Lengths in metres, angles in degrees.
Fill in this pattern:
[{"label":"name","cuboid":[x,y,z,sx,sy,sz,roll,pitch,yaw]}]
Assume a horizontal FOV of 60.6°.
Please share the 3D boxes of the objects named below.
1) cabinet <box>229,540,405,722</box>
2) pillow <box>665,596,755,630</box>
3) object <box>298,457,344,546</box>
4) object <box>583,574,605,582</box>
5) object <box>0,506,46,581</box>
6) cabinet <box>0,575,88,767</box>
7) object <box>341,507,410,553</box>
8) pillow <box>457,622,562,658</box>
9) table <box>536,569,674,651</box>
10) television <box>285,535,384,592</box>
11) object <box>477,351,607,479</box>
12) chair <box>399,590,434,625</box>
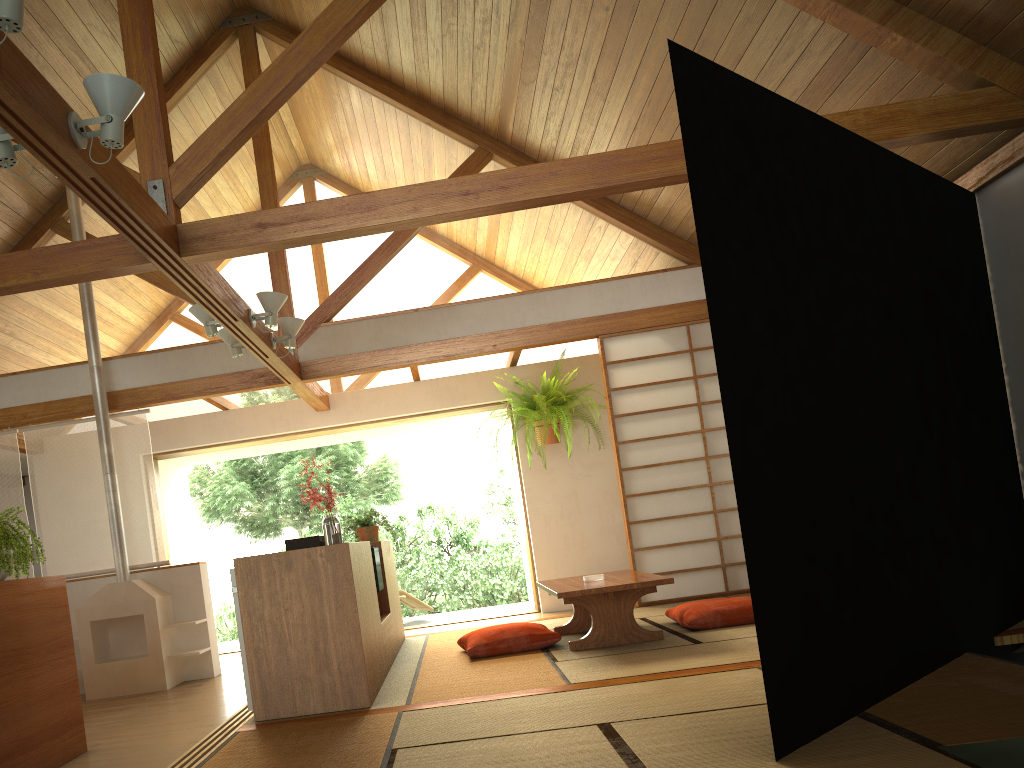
[{"label":"cabinet","cuboid":[-1.039,1.344,5.234,0.556,0.730,2.681,-8,-9,-5]},{"label":"pillow","cuboid":[1.221,1.316,5.077,0.559,0.130,0.568,-8,-9,-1]},{"label":"object","cuboid":[-1.025,0.621,4.657,0.243,0.496,0.222,-9,-3,6]},{"label":"object","cuboid":[0.478,1.131,5.106,0.112,0.030,0.128,-4,-10,-26]},{"label":"object","cuboid":[-2.312,0.717,3.867,0.481,0.348,0.470,-11,-7,24]},{"label":"cabinet","cuboid":[-3.521,1.519,4.029,2.810,0.875,0.839,-9,-5,3]},{"label":"object","cuboid":[-1.075,1.075,6.271,0.534,0.373,0.537,-2,-9,-39]},{"label":"pillow","cuboid":[-0.028,1.498,5.181,0.551,0.147,0.576,-7,-9,-6]},{"label":"table","cuboid":[0.519,1.313,5.120,0.602,0.333,1.216,-8,-9,-3]},{"label":"television","cuboid":[-1.033,1.167,5.237,0.493,0.534,0.646,-8,-6,-2]},{"label":"object","cuboid":[0.342,0.283,7.756,1.262,1.119,1.080,-8,-5,-6]},{"label":"chair","cuboid":[-1.469,2.157,8.836,1.172,0.623,0.854,-5,-7,-24]}]
